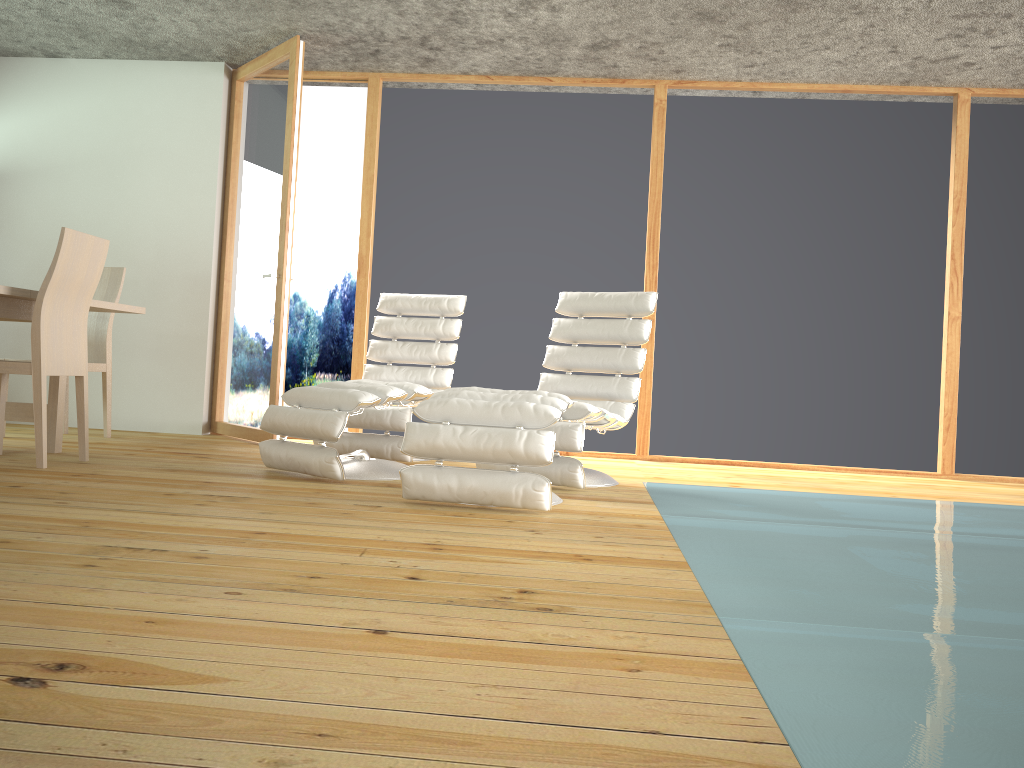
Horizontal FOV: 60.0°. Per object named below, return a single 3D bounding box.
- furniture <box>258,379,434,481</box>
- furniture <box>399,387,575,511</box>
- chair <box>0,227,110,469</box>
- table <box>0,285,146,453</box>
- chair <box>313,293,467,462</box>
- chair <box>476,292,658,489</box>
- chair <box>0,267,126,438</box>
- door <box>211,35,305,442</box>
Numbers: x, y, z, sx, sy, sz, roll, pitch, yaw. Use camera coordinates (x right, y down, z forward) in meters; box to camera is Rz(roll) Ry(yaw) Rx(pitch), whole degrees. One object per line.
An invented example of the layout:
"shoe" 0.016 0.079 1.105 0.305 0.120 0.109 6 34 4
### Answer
"furniture" -0.734 0.197 4.122 0.570 0.439 0.685 3 0 40
"furniture" -0.070 0.237 3.527 0.570 0.439 0.685 3 0 11
"chair" -2.140 -0.166 3.906 0.506 1.018 0.404 3 -1 4
"table" -2.765 -0.067 3.637 1.200 0.756 2.499 3 0 8
"chair" -0.678 -0.074 5.074 0.570 0.969 0.913 3 0 15
"chair" 0.283 -0.016 4.365 0.570 0.969 0.913 3 -1 30
"chair" -2.580 -0.200 5.108 0.404 1.018 0.506 3 -1 18
"door" -1.609 -0.868 5.572 0.162 2.419 0.935 4 -1 -40
